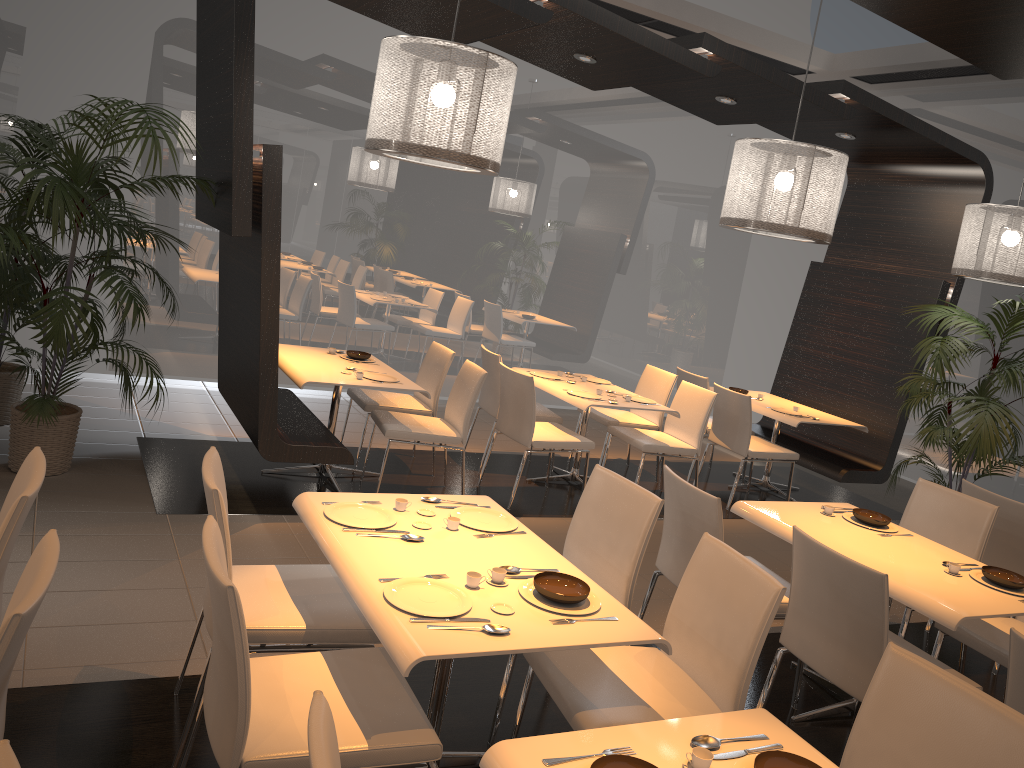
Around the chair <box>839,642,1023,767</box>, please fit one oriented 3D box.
[{"bbox_3d":[0.779,1.125,2.014,0.603,0.868,0.490,6,7,-31],"label":"chair"}]

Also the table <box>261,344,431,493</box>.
[{"bbox_3d":[-1.147,0.233,5.656,0.797,0.720,1.162,6,9,-28],"label":"table"}]

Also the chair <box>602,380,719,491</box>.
[{"bbox_3d":[1.071,0.419,6.444,0.603,0.863,0.490,7,7,-26],"label":"chair"}]

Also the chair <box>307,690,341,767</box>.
[{"bbox_3d":[-0.105,1.048,1.522,0.603,0.863,0.489,8,7,-21],"label":"chair"}]

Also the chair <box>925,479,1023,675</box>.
[{"bbox_3d":[2.667,1.008,4.680,0.603,0.868,0.489,8,7,-21],"label":"chair"}]

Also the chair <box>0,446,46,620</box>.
[{"bbox_3d":[-1.634,0.633,2.351,0.603,0.863,0.490,7,7,-26],"label":"chair"}]

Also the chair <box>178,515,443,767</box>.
[{"bbox_3d":[-0.541,0.839,2.286,0.603,0.863,0.490,7,7,-26],"label":"chair"}]

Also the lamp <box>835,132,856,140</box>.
[{"bbox_3d":[2.721,-2.036,7.204,0.160,0.055,0.163,4,11,-33],"label":"lamp"}]

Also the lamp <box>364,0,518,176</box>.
[{"bbox_3d":[-0.200,-1.957,3.986,0.627,1.916,0.631,10,6,0],"label":"lamp"}]

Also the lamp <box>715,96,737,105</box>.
[{"bbox_3d":[1.602,-2.135,6.610,0.160,0.055,0.163,4,11,-33],"label":"lamp"}]

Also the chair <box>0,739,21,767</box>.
[{"bbox_3d":[-0.955,0.982,1.028,0.603,0.868,0.490,6,7,-31],"label":"chair"}]

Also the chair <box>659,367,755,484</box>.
[{"bbox_3d":[1.659,0.348,7.477,0.603,0.863,0.490,7,7,-26],"label":"chair"}]

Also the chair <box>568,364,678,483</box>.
[{"bbox_3d":[0.896,0.284,7.061,0.603,0.868,0.490,7,7,-26],"label":"chair"}]

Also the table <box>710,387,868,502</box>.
[{"bbox_3d":[2.187,0.531,7.408,0.797,0.720,1.162,6,9,-28],"label":"table"}]

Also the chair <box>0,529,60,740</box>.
[{"bbox_3d":[-1.327,0.779,1.813,0.603,0.863,0.489,8,7,-21],"label":"chair"}]

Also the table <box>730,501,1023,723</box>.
[{"bbox_3d":[1.651,1.054,3.782,1.049,0.720,1.162,6,9,-28],"label":"table"}]

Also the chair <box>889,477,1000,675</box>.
[{"bbox_3d":[1.903,0.937,4.283,0.603,0.863,0.490,6,7,-31],"label":"chair"}]

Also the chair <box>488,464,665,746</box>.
[{"bbox_3d":[0.148,0.782,3.346,0.603,0.863,0.490,6,7,-31],"label":"chair"}]

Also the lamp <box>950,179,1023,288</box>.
[{"bbox_3d":[3.509,-1.629,5.957,0.627,1.916,0.631,11,6,4],"label":"lamp"}]

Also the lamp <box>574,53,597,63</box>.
[{"bbox_3d":[0.501,-2.232,6.024,0.160,0.055,0.163,4,11,-33],"label":"lamp"}]

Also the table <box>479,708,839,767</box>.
[{"bbox_3d":[0.484,1.236,1.490,0.797,0.720,1.162,6,9,-28],"label":"table"}]

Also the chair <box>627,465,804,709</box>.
[{"bbox_3d":[0.907,0.847,3.761,0.603,0.863,0.489,8,7,-21],"label":"chair"}]

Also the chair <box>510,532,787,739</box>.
[{"bbox_3d":[0.394,0.938,2.704,0.603,0.868,0.489,8,7,-21],"label":"chair"}]

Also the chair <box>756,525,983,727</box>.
[{"bbox_3d":[1.286,1.013,3.199,0.603,0.868,0.490,7,7,-26],"label":"chair"}]

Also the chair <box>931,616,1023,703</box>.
[{"bbox_3d":[2.150,1.091,3.640,0.603,0.863,0.490,7,7,-26],"label":"chair"}]

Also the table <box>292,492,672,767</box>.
[{"bbox_3d":[-0.215,0.890,2.786,0.797,0.720,1.162,6,9,-28],"label":"table"}]

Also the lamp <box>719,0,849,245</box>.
[{"bbox_3d":[1.669,-1.792,4.979,0.627,1.916,0.631,10,6,0],"label":"lamp"}]

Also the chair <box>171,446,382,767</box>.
[{"bbox_3d":[-0.747,0.704,2.861,0.603,0.863,0.489,8,7,-21],"label":"chair"}]

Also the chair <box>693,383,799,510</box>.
[{"bbox_3d":[1.832,0.486,6.860,0.603,0.868,0.490,7,7,-26],"label":"chair"}]

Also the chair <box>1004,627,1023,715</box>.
[{"bbox_3d":[1.694,1.206,2.498,0.603,0.868,0.489,8,7,-21],"label":"chair"}]

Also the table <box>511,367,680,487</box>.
[{"bbox_3d":[0.516,0.382,6.527,0.797,0.720,1.162,6,9,-28],"label":"table"}]
